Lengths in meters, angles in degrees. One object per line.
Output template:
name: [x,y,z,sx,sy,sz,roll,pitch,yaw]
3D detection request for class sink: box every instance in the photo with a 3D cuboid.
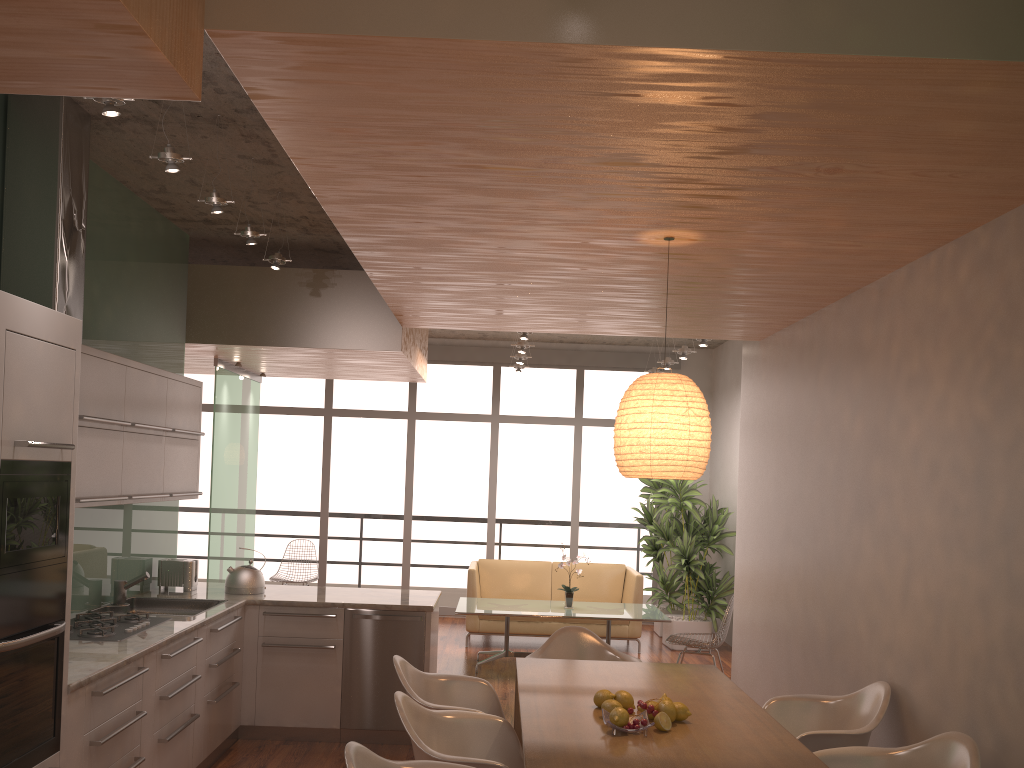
sink: [-2.085,1.311,5.250,0.616,0.382,0.645,2,-5,0]

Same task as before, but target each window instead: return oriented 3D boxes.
window: [-2.271,1.123,10.760,8.559,3.277,0.062,2,0,0]

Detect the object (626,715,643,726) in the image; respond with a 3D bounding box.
object: [0.466,1.276,3.332,0.093,0.043,0.076,7,-7,-44]

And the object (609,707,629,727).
object: [0.401,1.244,3.295,0.082,0.071,0.080,4,-4,-24]

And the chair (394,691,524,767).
chair: [-0.167,1.684,3.552,0.642,0.859,0.686,2,-3,-6]

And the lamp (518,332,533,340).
lamp: [0.120,-0.620,7.542,0.198,0.482,0.134,3,-1,-33]

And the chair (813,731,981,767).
chair: [1.343,1.706,3.214,0.642,0.859,0.687,3,-3,-11]

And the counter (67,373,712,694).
counter: [-0.787,0.694,4.875,3.216,1.344,3.081,2,-5,0]

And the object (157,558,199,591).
object: [-2.248,1.289,5.962,0.237,0.202,0.154,2,-2,0]

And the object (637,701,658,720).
object: [0.551,1.288,3.483,0.084,0.074,0.079,5,-4,-37]

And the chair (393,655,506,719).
chair: [-0.267,1.754,4.259,0.642,0.859,0.686,2,-3,-6]

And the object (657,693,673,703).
object: [0.610,1.287,3.522,0.072,0.100,0.074,1,-3,35]

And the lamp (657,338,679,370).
lamp: [1.629,-0.391,9.190,0.198,0.482,0.134,3,-1,-33]

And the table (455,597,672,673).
table: [0.426,2.326,8.066,1.870,0.558,0.944,2,-5,0]

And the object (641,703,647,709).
object: [0.515,1.257,3.445,0.026,0.026,0.024,0,-3,32]

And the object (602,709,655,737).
object: [0.432,1.269,3.301,0.174,0.060,0.175,2,-5,0]

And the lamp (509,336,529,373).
lamp: [0.089,-0.364,10.003,0.198,0.482,0.134,3,-1,-33]

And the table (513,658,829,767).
table: [0.531,1.732,3.531,1.026,0.807,2.082,2,-5,0]

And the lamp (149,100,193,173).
lamp: [-1.380,-1.097,3.588,0.153,0.470,0.103,3,-1,-33]

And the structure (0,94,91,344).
structure: [-2.157,-0.746,4.086,0.255,1.131,0.263,2,-1,0]

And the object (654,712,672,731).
object: [0.566,1.273,3.331,0.063,0.068,0.074,0,-4,37]

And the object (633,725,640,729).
object: [0.464,1.278,3.277,0.025,0.026,0.026,0,-4,29]

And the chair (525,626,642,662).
chair: [0.418,1.858,5.009,0.683,0.860,0.645,3,-3,-16]

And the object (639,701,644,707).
object: [0.513,1.262,3.473,0.025,0.026,0.026,4,-4,-33]

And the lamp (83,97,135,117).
lamp: [-1.373,-1.156,3.023,0.153,0.470,0.103,3,-1,-33]

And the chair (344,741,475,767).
chair: [-0.232,1.603,2.859,0.642,0.847,0.687,2,-3,-6]

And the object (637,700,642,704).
object: [0.536,1.331,3.681,0.026,0.023,0.026,3,-4,-8]

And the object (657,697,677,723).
object: [0.602,1.268,3.430,0.074,0.094,0.075,2,-3,7]

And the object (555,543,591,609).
object: [0.532,1.751,8.042,0.298,0.588,0.372,2,-2,-6]

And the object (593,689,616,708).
object: [0.377,1.295,3.632,0.078,0.077,0.080,3,-3,-15]

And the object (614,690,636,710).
object: [0.460,1.296,3.618,0.078,0.077,0.081,4,-4,-25]

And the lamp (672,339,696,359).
lamp: [1.640,-0.477,8.370,0.198,0.482,0.134,3,-1,-33]

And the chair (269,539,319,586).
chair: [-2.523,2.278,10.285,0.543,0.899,0.562,2,-2,0]

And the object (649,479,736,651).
object: [1.942,1.756,9.418,0.967,2.101,1.082,2,-2,13]

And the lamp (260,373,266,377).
lamp: [-2.305,-0.300,8.208,0.103,0.470,0.153,2,-1,-28]

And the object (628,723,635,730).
object: [0.445,1.278,3.291,0.026,0.025,0.026,1,-4,24]

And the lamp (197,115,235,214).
lamp: [-1.387,-1.038,4.157,0.153,0.470,0.103,3,-1,-33]

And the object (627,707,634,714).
object: [0.476,1.313,3.546,0.026,0.026,0.024,2,-3,-1]

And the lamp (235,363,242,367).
lamp: [-2.295,-0.379,7.446,0.103,0.470,0.153,2,-1,-28]

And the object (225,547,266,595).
object: [-1.798,1.256,5.956,0.262,0.304,0.263,1,-3,16]

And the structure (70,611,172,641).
structure: [-2.100,1.225,4.509,0.489,0.038,0.679,2,-6,0]

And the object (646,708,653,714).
object: [0.534,1.269,3.429,0.024,0.026,0.026,3,-3,-20]

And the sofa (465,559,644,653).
sofa: [0.426,2.322,9.347,1.801,0.836,0.882,2,-3,0]

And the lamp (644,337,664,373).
lamp: [1.619,-0.306,10.010,0.198,0.482,0.134,3,-1,-33]

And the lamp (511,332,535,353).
lamp: [0.110,-0.535,8.363,0.198,0.482,0.134,3,-1,-33]

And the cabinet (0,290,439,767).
cabinet: [-1.444,1.002,4.271,1.914,2.269,4.263,2,-5,0]

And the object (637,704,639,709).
object: [0.525,1.324,3.617,0.026,0.023,0.026,2,-4,4]

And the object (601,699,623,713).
object: [0.395,1.280,3.478,0.081,0.072,0.083,3,-4,-11]

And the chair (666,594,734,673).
chair: [1.554,2.110,7.210,0.561,0.899,0.544,1,-2,20]

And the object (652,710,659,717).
object: [0.554,1.274,3.411,0.026,0.026,0.024,2,-3,-1]

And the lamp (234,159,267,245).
lamp: [-1.394,-0.979,4.726,0.153,0.470,0.103,3,-1,-33]

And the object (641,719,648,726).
object: [0.494,1.266,3.302,0.026,0.026,0.023,1,-3,12]

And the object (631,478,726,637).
object: [1.919,1.825,10.094,1.081,2.102,0.967,2,-1,18]

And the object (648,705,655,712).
object: [0.539,1.255,3.416,0.024,0.026,0.026,3,-3,-20]

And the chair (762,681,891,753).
chair: [1.397,1.799,4.092,0.643,0.859,0.686,2,-3,-1]

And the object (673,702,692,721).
object: [0.655,1.290,3.476,0.081,0.072,0.083,3,-4,-11]

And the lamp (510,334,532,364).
lamp: [0.099,-0.449,9.183,0.198,0.482,0.134,3,-1,-33]

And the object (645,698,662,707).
object: [0.554,1.250,3.465,0.070,0.022,0.065,7,-7,-40]

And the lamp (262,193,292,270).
lamp: [-1.401,-0.920,5.294,0.153,0.470,0.103,3,-1,-33]

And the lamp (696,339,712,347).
lamp: [1.650,-0.562,7.550,0.198,0.482,0.134,3,-1,-33]
